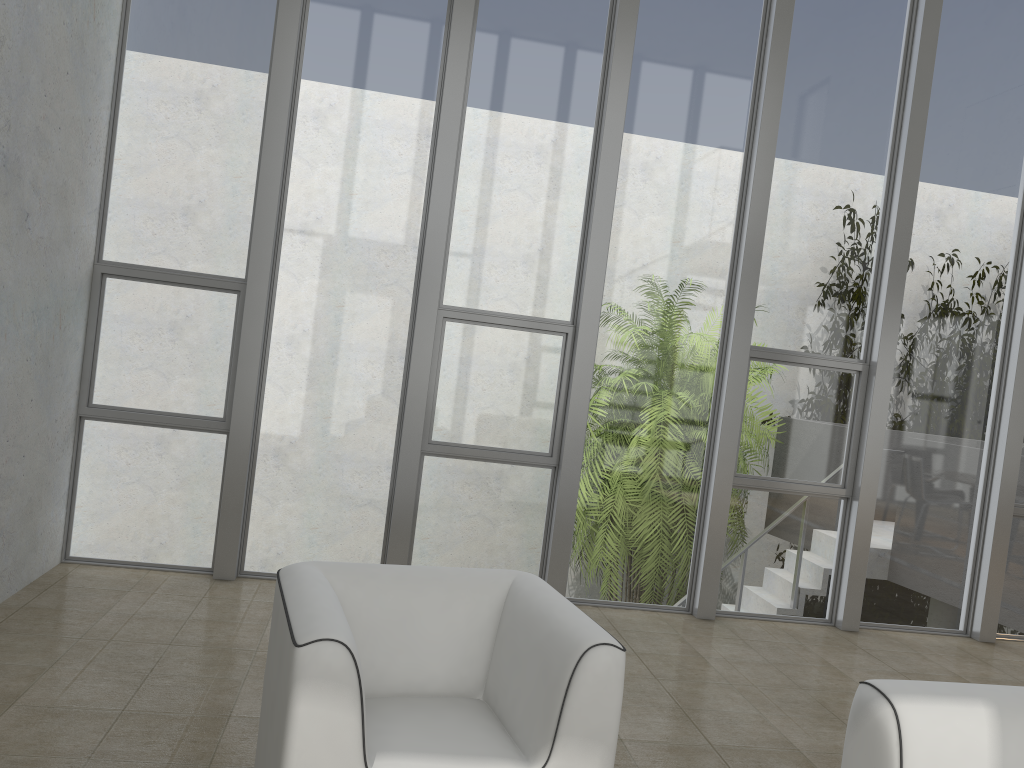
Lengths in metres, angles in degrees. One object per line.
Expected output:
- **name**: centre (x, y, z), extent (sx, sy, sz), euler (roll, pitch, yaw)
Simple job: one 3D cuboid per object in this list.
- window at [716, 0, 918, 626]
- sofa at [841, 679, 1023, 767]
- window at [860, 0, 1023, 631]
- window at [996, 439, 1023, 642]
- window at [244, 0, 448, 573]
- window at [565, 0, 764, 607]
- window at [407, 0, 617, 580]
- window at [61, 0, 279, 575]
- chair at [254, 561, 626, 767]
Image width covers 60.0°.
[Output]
- **window**: centre (1.917, -1.400, 5.293), extent (0.800, 5.700, 0.050), euler (7, 1, -9)
- **sofa**: centre (1.457, 1.124, 0.999), extent (0.971, 0.638, 2.601), euler (7, 1, -9)
- **window**: centre (2.812, -1.294, 5.444), extent (0.741, 5.650, 0.010), euler (7, 1, -9)
- **window**: centre (3.711, -1.186, 5.566), extent (0.800, 5.700, 0.050), euler (7, 1, -9)
- **window**: centre (-0.776, -1.722, 4.897), extent (0.741, 5.650, 0.010), euler (7, 1, -9)
- **window**: centre (1.018, -1.508, 5.171), extent (0.741, 5.650, 0.010), euler (7, 1, -9)
- **window**: centre (0.123, -1.614, 5.019), extent (0.800, 5.700, 0.050), euler (7, 1, -9)
- **window**: centre (-1.671, -1.829, 4.746), extent (0.800, 5.700, 0.050), euler (7, 1, -9)
- **chair**: centre (-0.231, 0.881, 2.405), extent (0.829, 0.635, 0.720), euler (7, 2, -19)
